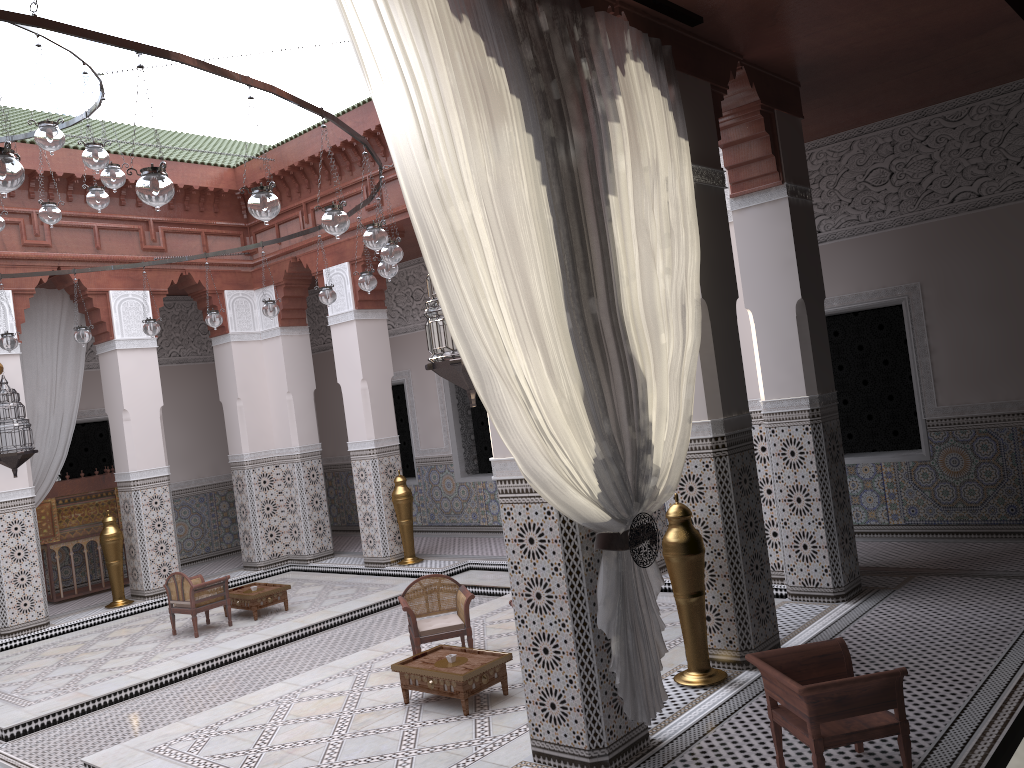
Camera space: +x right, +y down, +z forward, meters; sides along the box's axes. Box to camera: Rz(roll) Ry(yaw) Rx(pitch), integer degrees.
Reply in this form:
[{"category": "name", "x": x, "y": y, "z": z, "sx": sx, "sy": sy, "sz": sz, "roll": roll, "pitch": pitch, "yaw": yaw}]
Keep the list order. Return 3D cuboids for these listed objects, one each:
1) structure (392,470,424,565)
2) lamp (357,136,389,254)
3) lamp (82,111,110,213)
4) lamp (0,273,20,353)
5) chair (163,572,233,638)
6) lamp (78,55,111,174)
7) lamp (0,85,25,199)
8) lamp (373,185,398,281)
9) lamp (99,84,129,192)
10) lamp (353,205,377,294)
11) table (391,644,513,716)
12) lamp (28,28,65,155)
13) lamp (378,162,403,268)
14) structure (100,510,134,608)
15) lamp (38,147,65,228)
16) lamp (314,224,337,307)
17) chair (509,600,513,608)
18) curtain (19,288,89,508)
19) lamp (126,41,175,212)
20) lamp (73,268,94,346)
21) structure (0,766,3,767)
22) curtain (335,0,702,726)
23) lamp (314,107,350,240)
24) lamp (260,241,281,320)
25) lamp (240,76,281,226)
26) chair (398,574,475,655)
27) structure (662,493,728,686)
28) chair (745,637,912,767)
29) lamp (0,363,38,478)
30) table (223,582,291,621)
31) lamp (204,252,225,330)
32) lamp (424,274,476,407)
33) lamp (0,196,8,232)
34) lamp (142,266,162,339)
[{"category": "structure", "x": -0.625, "y": 0.770, "z": 5.170, "sx": 0.156, "sy": 0.539, "sz": 0.156, "roll": -7, "pitch": -1, "yaw": 2}, {"category": "lamp", "x": -0.445, "y": -0.590, "z": 2.765, "sx": 0.091, "sy": 0.371, "sz": 0.090, "roll": -7, "pitch": -1, "yaw": -34}, {"category": "lamp", "x": -1.515, "y": -0.806, "z": 3.227, "sx": 0.091, "sy": 0.371, "sz": 0.090, "roll": -7, "pitch": -1, "yaw": -9}, {"category": "lamp", "x": -2.337, "y": -0.325, "z": 4.091, "sx": 0.090, "sy": 0.371, "sz": 0.091, "roll": -8, "pitch": -1, "yaw": 26}, {"category": "chair", "x": -1.533, "y": 1.054, "z": 4.342, "sx": 0.263, "sy": 0.313, "sz": 0.208, "roll": -8, "pitch": -1, "yaw": 37}, {"category": "lamp", "x": -1.309, "y": -0.839, "z": 2.754, "sx": 0.090, "sy": 0.371, "sz": 0.091, "roll": -8, "pitch": -1, "yaw": 16}, {"category": "lamp", "x": -0.985, "y": -0.534, "z": 1.671, "sx": 0.091, "sy": 0.371, "sz": 0.090, "roll": -7, "pitch": -1, "yaw": -34}, {"category": "lamp", "x": -0.483, "y": -0.577, "z": 3.392, "sx": 0.091, "sy": 0.371, "sz": 0.090, "roll": -8, "pitch": -1, "yaw": 26}, {"category": "lamp", "x": -1.353, "y": -0.830, "z": 2.981, "sx": 0.090, "sy": 0.371, "sz": 0.091, "roll": -7, "pitch": -1, "yaw": -4}, {"category": "lamp", "x": -0.607, "y": -0.557, "z": 3.675, "sx": 0.091, "sy": 0.371, "sz": 0.090, "roll": -8, "pitch": -1, "yaw": 26}, {"category": "table", "x": -0.189, "y": 0.944, "z": 2.851, "sx": 0.330, "sy": 0.142, "sz": 0.229, "roll": -8, "pitch": -1, "yaw": 41}, {"category": "lamp", "x": -1.336, "y": -0.839, "z": 2.529, "sx": 0.090, "sy": 0.371, "sz": 0.091, "roll": -8, "pitch": -1, "yaw": 31}, {"category": "lamp", "x": -0.437, "y": -0.587, "z": 3.076, "sx": 0.091, "sy": 0.371, "sz": 0.090, "roll": -7, "pitch": -1, "yaw": -34}, {"category": "structure", "x": -2.257, "y": 0.981, "z": 5.025, "sx": 0.156, "sy": 0.539, "sz": 0.156, "roll": -7, "pitch": -1, "yaw": -43}, {"category": "lamp", "x": -1.754, "y": -0.773, "z": 3.349, "sx": 0.091, "sy": 0.371, "sz": 0.090, "roll": -7, "pitch": -1, "yaw": -34}, {"category": "lamp", "x": -0.827, "y": -0.524, "z": 3.937, "sx": 0.091, "sy": 0.371, "sz": 0.090, "roll": -8, "pitch": -1, "yaw": 26}, {"category": "chair", "x": 0.144, "y": 0.815, "z": 2.946, "sx": 0.263, "sy": 0.313, "sz": 0.208, "roll": -7, "pitch": -1, "yaw": -8}, {"category": "curtain", "x": -2.816, "y": 0.354, "z": 4.759, "sx": 0.048, "sy": 1.761, "sz": 1.304, "roll": -8, "pitch": -1, "yaw": 41}, {"category": "lamp", "x": -0.791, "y": -0.557, "z": 1.912, "sx": 0.091, "sy": 0.371, "sz": 0.090, "roll": -7, "pitch": -1, "yaw": -34}, {"category": "lamp", "x": -2.047, "y": -0.361, "z": 4.199, "sx": 0.090, "sy": 0.371, "sz": 0.091, "roll": -8, "pitch": -1, "yaw": 41}, {"category": "structure", "x": -1.799, "y": 1.164, "z": 2.713, "sx": 0.501, "sy": 0.310, "sz": 0.528, "roll": -8, "pitch": -1, "yaw": 41}, {"category": "curtain", "x": 0.198, "y": -0.077, "z": 2.080, "sx": 0.137, "sy": 1.761, "sz": 1.304, "roll": -8, "pitch": -1, "yaw": 41}, {"category": "lamp", "x": -0.510, "y": -0.586, "z": 2.461, "sx": 0.091, "sy": 0.371, "sz": 0.090, "roll": -7, "pitch": -1, "yaw": -34}, {"category": "lamp", "x": -1.139, "y": -0.481, "z": 4.143, "sx": 0.091, "sy": 0.371, "sz": 0.090, "roll": -7, "pitch": -1, "yaw": -24}, {"category": "lamp", "x": -0.629, "y": -0.574, "z": 2.176, "sx": 0.091, "sy": 0.371, "sz": 0.090, "roll": -7, "pitch": -1, "yaw": -34}, {"category": "chair", "x": -0.271, "y": 0.874, "z": 3.267, "sx": 0.263, "sy": 0.313, "sz": 0.208, "roll": -7, "pitch": -1, "yaw": -13}, {"category": "structure", "x": 0.513, "y": 0.585, "z": 2.580, "sx": 0.156, "sy": 0.539, "sz": 0.156, "roll": -7, "pitch": -1, "yaw": -32}, {"category": "chair", "x": 0.671, "y": 0.708, "z": 1.873, "sx": 0.234, "sy": 0.252, "sz": 0.259, "roll": -7, "pitch": -1, "yaw": -9}, {"category": "lamp", "x": -2.568, "y": 0.171, "z": 4.520, "sx": 0.217, "sy": 0.618, "sz": 0.216, "roll": -8, "pitch": -1, "yaw": 41}, {"category": "table", "x": -1.325, "y": 1.116, "z": 4.575, "sx": 0.330, "sy": 0.142, "sz": 0.229, "roll": -8, "pitch": -1, "yaw": 41}, {"category": "lamp", "x": -1.433, "y": -0.441, "z": 4.231, "sx": 0.091, "sy": 0.371, "sz": 0.090, "roll": -7, "pitch": -1, "yaw": -34}, {"category": "lamp", "x": -0.137, "y": -0.213, "z": 2.354, "sx": 0.221, "sy": 0.552, "sz": 0.216, "roll": -8, "pitch": -1, "yaw": 41}, {"category": "lamp", "x": -1.983, "y": -0.743, "z": 3.368, "sx": 0.090, "sy": 0.371, "sz": 0.091, "roll": -8, "pitch": -1, "yaw": 36}, {"category": "lamp", "x": -1.742, "y": -0.400, "z": 4.251, "sx": 0.090, "sy": 0.371, "sz": 0.091, "roll": -8, "pitch": -1, "yaw": 41}]
